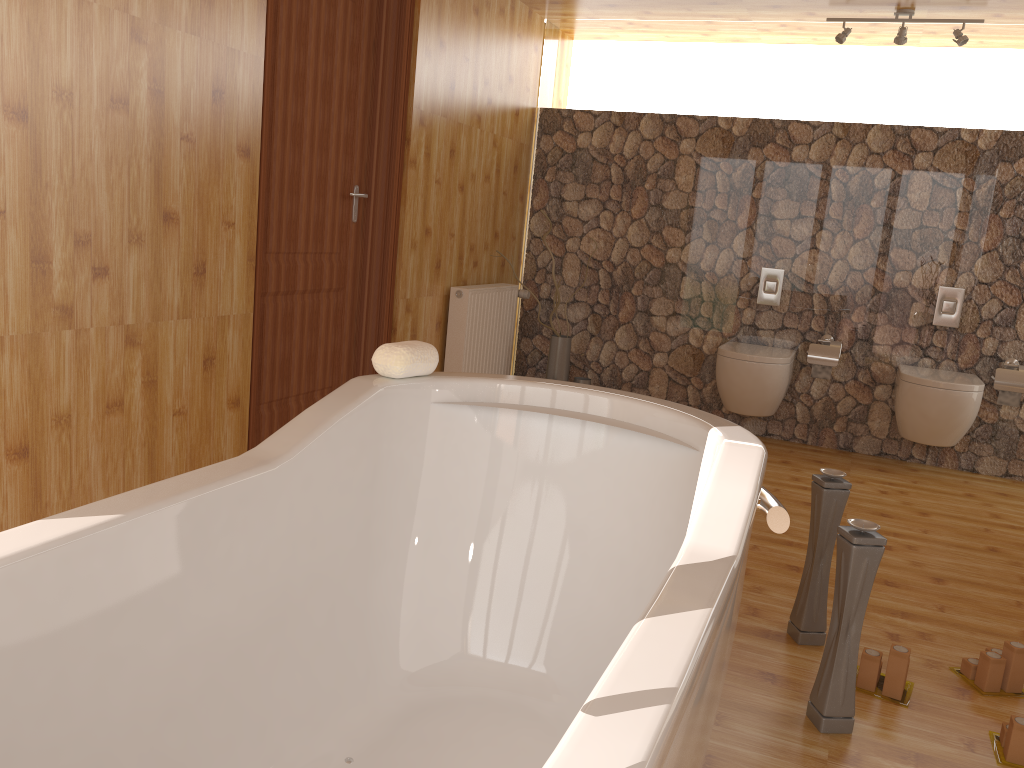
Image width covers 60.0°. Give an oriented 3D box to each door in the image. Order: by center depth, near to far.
[{"bbox_3d":[-0.794,-0.692,3.500,0.106,2.001,0.823,9,11,20],"label":"door"}]

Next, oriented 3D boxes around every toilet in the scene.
[{"bbox_3d":[2.077,0.123,4.359,0.371,0.337,0.507,9,11,20],"label":"toilet"},{"bbox_3d":[1.262,-0.013,4.666,0.371,0.337,0.507,9,11,20],"label":"toilet"}]

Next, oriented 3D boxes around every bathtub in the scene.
[{"bbox_3d":[-0.185,0.351,1.304,0.977,0.900,1.946,10,11,23],"label":"bathtub"}]

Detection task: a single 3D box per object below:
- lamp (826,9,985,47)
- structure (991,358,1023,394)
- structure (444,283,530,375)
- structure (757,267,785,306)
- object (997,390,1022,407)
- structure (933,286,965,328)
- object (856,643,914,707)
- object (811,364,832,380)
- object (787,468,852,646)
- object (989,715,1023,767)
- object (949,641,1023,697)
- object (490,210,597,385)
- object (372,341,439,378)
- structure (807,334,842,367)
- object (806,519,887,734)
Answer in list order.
[{"bbox_3d":[1.852,-1.690,4.213,0.694,0.155,0.082,10,11,21],"label":"lamp"},{"bbox_3d":[2.460,-0.046,4.376,0.170,0.151,0.154,9,11,20],"label":"structure"},{"bbox_3d":[-0.126,-0.227,4.777,0.150,0.600,0.745,9,11,20],"label":"structure"},{"bbox_3d":[1.401,-0.527,4.806,0.120,0.200,0.010,9,11,20],"label":"structure"},{"bbox_3d":[2.450,0.029,4.365,0.098,0.151,0.090,9,11,20],"label":"object"},{"bbox_3d":[2.216,-0.391,4.500,0.120,0.200,0.010,9,11,20],"label":"structure"},{"bbox_3d":[0.927,0.690,2.201,0.141,0.131,0.141,11,12,28],"label":"object"},{"bbox_3d":[1.638,-0.106,4.671,0.098,0.151,0.090,9,11,20],"label":"object"},{"bbox_3d":[1.485,-0.017,1.368,0.347,1.921,2.276,0,12,-26],"label":"object"},{"bbox_3d":[1.145,0.758,1.944,0.141,0.131,0.141,9,11,20],"label":"object"},{"bbox_3d":[1.239,0.707,2.275,0.141,0.131,0.141,4,10,-7],"label":"object"},{"bbox_3d":[0.183,-0.362,4.781,0.277,1.123,0.658,15,14,42],"label":"object"},{"bbox_3d":[-0.232,-0.054,1.952,0.105,0.077,0.166,11,12,28],"label":"object"},{"bbox_3d":[1.647,-0.181,4.682,0.170,0.151,0.154,9,11,20],"label":"structure"},{"bbox_3d":[0.741,0.538,1.969,0.080,0.478,0.080,4,10,-8],"label":"object"}]
